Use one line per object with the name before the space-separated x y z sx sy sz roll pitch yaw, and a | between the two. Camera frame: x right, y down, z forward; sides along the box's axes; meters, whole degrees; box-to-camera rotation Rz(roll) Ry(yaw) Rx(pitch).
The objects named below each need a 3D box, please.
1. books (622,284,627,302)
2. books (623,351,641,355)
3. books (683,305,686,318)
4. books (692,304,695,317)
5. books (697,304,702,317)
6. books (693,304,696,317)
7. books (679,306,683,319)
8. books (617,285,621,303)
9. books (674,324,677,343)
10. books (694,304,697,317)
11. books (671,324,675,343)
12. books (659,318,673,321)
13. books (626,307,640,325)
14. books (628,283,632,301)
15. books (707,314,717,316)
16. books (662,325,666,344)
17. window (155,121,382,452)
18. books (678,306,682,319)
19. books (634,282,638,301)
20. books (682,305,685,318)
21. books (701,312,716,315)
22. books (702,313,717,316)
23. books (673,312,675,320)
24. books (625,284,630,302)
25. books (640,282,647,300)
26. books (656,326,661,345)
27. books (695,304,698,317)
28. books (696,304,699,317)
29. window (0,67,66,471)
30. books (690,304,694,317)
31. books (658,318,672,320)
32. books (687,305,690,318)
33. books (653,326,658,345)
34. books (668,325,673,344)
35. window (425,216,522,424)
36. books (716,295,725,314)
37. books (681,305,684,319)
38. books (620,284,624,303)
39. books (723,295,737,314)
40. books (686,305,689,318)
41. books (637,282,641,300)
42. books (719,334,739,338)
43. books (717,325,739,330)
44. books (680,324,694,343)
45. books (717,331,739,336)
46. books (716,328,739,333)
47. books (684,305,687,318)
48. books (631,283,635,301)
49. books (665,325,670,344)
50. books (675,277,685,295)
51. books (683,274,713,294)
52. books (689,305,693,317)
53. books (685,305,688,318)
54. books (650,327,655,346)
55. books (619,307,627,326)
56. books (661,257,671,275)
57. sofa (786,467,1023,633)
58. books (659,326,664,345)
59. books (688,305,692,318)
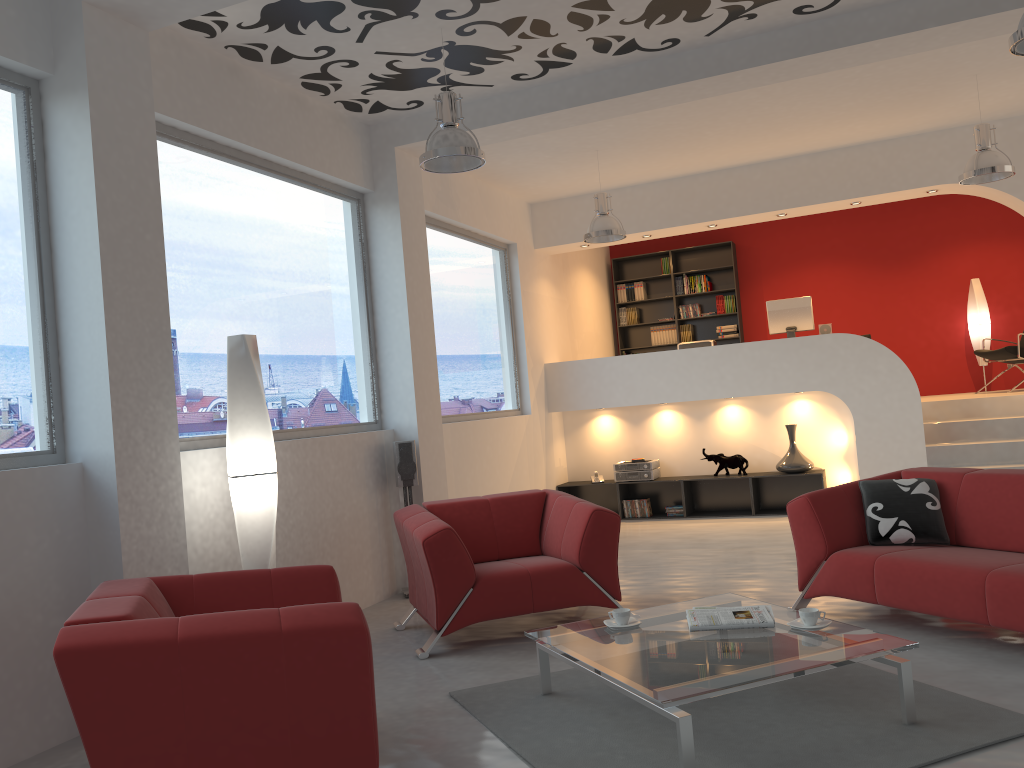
books | 1.587 -1.247 12.294 0.040 0.260 0.200 -6 -2 23
books | 1.722 -0.321 12.233 0.341 0.286 0.231 -6 -2 23
books | 2.347 -0.967 11.998 0.031 0.190 0.135 -6 -2 23
books | 2.457 -0.978 11.952 0.031 0.190 0.135 -6 -2 23
books | 2.526 -0.985 11.923 0.031 0.190 0.135 -6 -2 23
books | 2.471 -0.979 11.946 0.031 0.190 0.135 -6 -2 23
books | 2.305 -0.963 12.016 0.031 0.190 0.135 -6 -2 23
books | 1.513 -1.240 12.326 0.040 0.260 0.200 -6 -2 23
books | 2.245 -0.676 12.022 0.040 0.260 0.200 -6 -2 23
books | 2.484 -0.981 11.940 0.031 0.190 0.135 -6 -2 23
books | 2.208 -0.672 12.037 0.040 0.260 0.200 -6 -2 23
books | 2.114 -0.872 12.097 0.190 0.015 0.135 -6 -2 23
books | 1.676 -0.928 12.272 0.146 0.240 0.170 -6 -2 23
books | 1.661 -1.254 12.263 0.040 0.260 0.200 -6 -2 23
books | 2.650 -0.909 11.871 0.190 0.015 0.135 -5 -2 18
books | 2.096 -0.661 12.085 0.040 0.260 0.200 -6 -2 23
window | -1.563 -0.535 5.625 0.100 1.800 2.400 -6 -2 23
books | 2.292 -0.962 12.022 0.031 0.190 0.135 -6 -2 23
books | 1.736 -1.262 12.232 0.040 0.260 0.200 -6 -2 23
books | 2.333 -0.966 12.004 0.031 0.190 0.135 -6 -2 23
books | 2.644 -0.938 11.874 0.190 0.015 0.135 -6 -2 28
books | 2.654 -0.924 11.869 0.190 0.015 0.135 -6 -2 23
books | 2.222 -0.953 12.051 0.063 0.187 0.135 -6 -2 23
books | 1.624 -1.251 12.279 0.040 0.260 0.200 -6 -2 23
books | 1.810 -1.269 12.200 0.040 0.260 0.200 -6 -2 23
books | 2.022 -0.654 12.116 0.040 0.260 0.200 -6 -2 23
books | 2.498 -0.982 11.935 0.031 0.190 0.135 -6 -2 23
books | 2.512 -0.983 11.929 0.031 0.190 0.135 -6 -2 23
window | -2.650 -0.514 3.045 0.100 1.800 2.400 -6 -2 23
books | 2.443 -0.977 11.958 0.031 0.190 0.135 -6 -2 23
books | 2.095 -0.885 12.105 0.190 0.015 0.135 -6 -2 23
books | 2.402 -0.973 11.975 0.031 0.190 0.135 -6 -2 23
books | 1.985 -0.651 12.132 0.040 0.260 0.200 -6 -2 23
books | 2.171 -0.669 12.053 0.040 0.260 0.200 -6 -2 23
window | -0.477 -0.556 8.206 0.100 1.800 2.400 -6 -2 23
books | 2.784 -1.043 11.805 0.090 0.256 0.181 -6 -2 23
books | 2.319 -0.965 12.010 0.031 0.190 0.135 -6 -2 23
books | 1.550 -1.244 12.310 0.040 0.260 0.200 -6 -2 23
books | 2.895 -1.046 11.758 0.146 0.240 0.170 -6 -2 23
books | 2.388 -0.971 11.981 0.031 0.190 0.135 -6 -2 23
books | 1.773 -1.265 12.216 0.040 0.260 0.200 -6 -2 23
books | 2.885 -0.628 11.740 0.260 0.040 0.200 -6 -2 24
books | 2.858 -0.746 11.736 0.260 0.040 0.200 -6 -2 23
books | 2.366 -0.677 11.983 0.146 0.240 0.170 -6 -2 23
books | 2.864 -0.666 11.745 0.260 0.040 0.200 -6 -2 23
books | 2.856 -0.705 11.746 0.260 0.040 0.200 -6 -2 22
books | 2.360 -0.969 11.993 0.031 0.190 0.135 -6 -2 23
books | 1.698 -1.258 12.247 0.040 0.260 0.200 -6 -2 23
books | 2.133 -0.665 12.069 0.040 0.260 0.200 -6 -2 23
books | 2.287 -1.313 12.012 0.090 0.256 0.181 -6 -2 23
books | 2.494 -1.349 11.900 0.341 0.286 0.231 -6 -2 23
books | 2.429 -0.975 11.964 0.031 0.190 0.135 -6 -2 23
books | 2.374 -0.970 11.987 0.031 0.190 0.135 -6 -2 23
books | 1.948 -0.647 12.147 0.040 0.260 0.200 -6 -2 23
books | 1.565 -0.925 12.320 0.090 0.256 0.181 -6 -2 23
books | 2.124 -1.591 12.078 0.146 0.240 0.170 -6 -2 23
sofa | 2.336 0.835 4.344 0.951 0.738 1.929 -4 -2 -27
books | 2.059 -0.658 12.100 0.040 0.260 0.200 -6 -2 23
books | 2.416 -0.974 11.969 0.031 0.190 0.135 -6 -2 23
